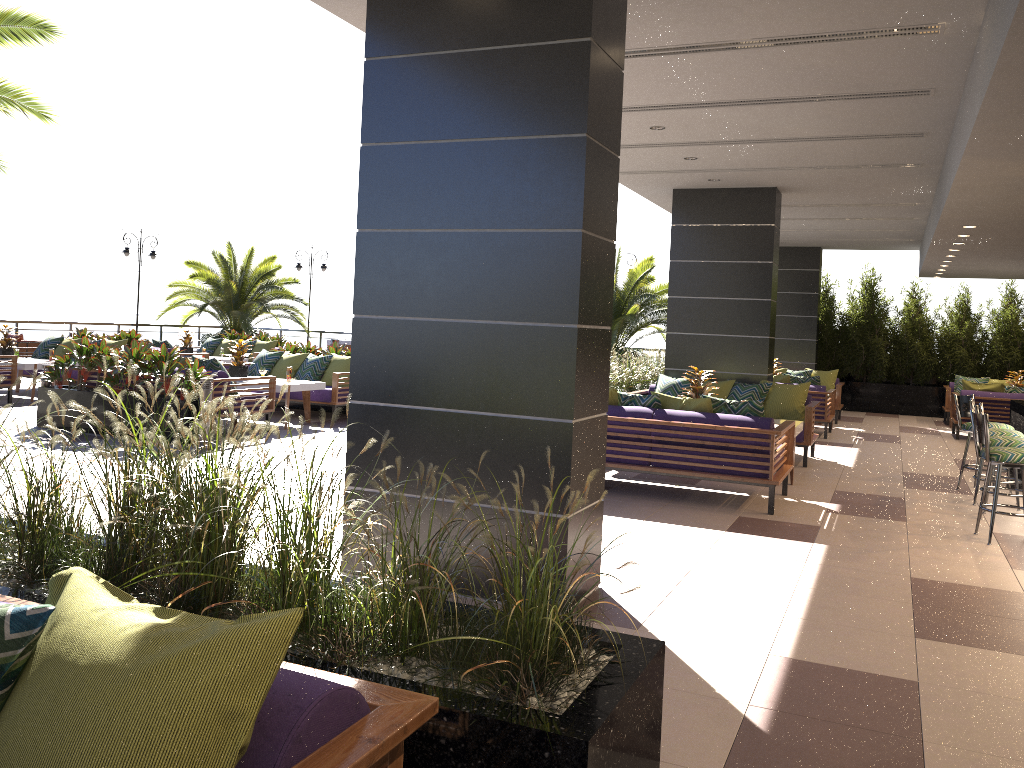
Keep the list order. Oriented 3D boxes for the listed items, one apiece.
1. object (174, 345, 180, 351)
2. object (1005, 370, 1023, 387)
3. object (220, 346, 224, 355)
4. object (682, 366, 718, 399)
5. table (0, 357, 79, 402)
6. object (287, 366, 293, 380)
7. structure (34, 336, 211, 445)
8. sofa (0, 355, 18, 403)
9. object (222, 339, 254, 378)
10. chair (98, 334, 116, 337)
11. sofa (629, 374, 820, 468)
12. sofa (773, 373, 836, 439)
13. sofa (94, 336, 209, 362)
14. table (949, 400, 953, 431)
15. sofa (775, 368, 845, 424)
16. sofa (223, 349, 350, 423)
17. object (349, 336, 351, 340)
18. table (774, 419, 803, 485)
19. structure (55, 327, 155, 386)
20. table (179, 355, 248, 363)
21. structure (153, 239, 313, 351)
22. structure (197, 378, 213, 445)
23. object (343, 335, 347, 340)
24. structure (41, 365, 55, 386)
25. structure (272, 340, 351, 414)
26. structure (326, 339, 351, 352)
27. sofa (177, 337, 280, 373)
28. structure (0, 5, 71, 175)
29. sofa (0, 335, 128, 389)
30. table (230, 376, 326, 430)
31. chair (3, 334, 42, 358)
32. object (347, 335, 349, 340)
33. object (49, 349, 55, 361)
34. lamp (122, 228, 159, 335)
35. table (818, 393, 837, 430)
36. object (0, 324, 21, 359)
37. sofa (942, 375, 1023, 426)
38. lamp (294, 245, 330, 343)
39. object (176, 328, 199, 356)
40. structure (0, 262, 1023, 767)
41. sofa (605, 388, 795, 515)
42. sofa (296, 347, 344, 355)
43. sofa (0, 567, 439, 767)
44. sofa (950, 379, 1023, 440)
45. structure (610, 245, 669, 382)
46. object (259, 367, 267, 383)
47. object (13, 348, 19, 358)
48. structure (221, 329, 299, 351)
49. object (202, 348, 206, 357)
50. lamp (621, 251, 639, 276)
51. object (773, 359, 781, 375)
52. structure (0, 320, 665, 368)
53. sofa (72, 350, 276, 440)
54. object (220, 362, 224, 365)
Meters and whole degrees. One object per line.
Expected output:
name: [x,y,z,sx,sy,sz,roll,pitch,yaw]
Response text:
object: [-6.610,-0.686,17.449,0.105,0.197,0.106,2,1,-34]
object: [8.407,0.028,14.700,0.431,0.526,0.424,4,2,40]
object: [-5.575,-0.618,17.029,0.069,0.211,0.069,3,1,11]
object: [1.943,0.078,9.237,0.431,0.526,0.424,4,2,35]
table: [-7.688,-0.102,13.427,2.039,0.553,0.941,4,3,23]
object: [-2.932,-0.138,11.657,0.067,0.189,0.085,2,1,-37]
structure: [-4.345,0.071,9.894,2.254,1.172,0.737,4,2,25]
sofa: [-8.131,-0.237,12.368,2.128,0.919,1.119,4,3,23]
object: [-3.575,-0.334,11.633,0.431,0.526,0.424,4,2,40]
chair: [-9.124,-0.696,19.549,0.715,0.816,0.714,3,2,23]
sofa: [2.527,0.374,10.618,2.128,0.919,1.119,4,3,23]
sofa: [3.806,0.243,13.588,2.128,0.919,1.119,4,3,23]
sofa: [-6.642,-0.394,15.885,2.128,0.919,1.119,4,3,23]
table: [8.430,0.570,14.692,2.039,0.553,0.941,4,3,23]
sofa: [4.822,0.138,15.946,2.128,0.919,1.119,4,3,23]
sofa: [-3.103,-0.024,12.716,2.128,0.919,1.119,4,3,23]
object: [-3.880,-1.059,21.298,0.105,0.209,0.105,3,1,-2]
table: [1.921,0.616,9.247,2.039,0.553,0.941,4,3,23]
structure: [-6.995,-0.395,15.206,2.250,1.172,0.714,4,1,20]
table: [-6.183,-0.257,16.920,2.039,0.553,0.941,4,3,23]
structure: [-6.921,-2.013,22.343,3.798,3.302,3.759,2,2,-9]
structure: [-3.269,0.287,9.436,0.100,0.700,0.180,3,0,23]
object: [-4.015,-1.064,21.288,0.105,0.209,0.105,3,1,-2]
structure: [-5.445,0.125,10.375,0.100,0.700,0.180,3,0,23]
structure: [-2.820,-0.084,13.425,2.422,1.173,0.700,4,2,25]
structure: [-2.208,-0.685,20.413,4.406,1.328,0.804,4,2,23]
sofa: [-5.715,-0.487,18.003,2.128,0.919,1.119,4,3,23]
structure: [-7.165,-2.639,8.820,4.716,6.501,4.738,4,2,41]
sofa: [-7.211,-0.331,14.489,2.128,0.919,1.119,4,3,23]
table: [-3.590,0.204,11.658,2.039,0.553,0.941,4,3,23]
chair: [-9.880,-0.618,17.792,0.715,0.816,0.714,3,2,23]
object: [-3.976,-1.069,21.396,0.105,0.209,0.105,3,1,-2]
object: [-7.017,-0.447,13.491,0.067,0.189,0.085,2,1,-37]
lamp: [-8.897,-2.040,21.071,0.264,3.327,1.121,3,1,23]
table: [4.310,0.371,14.793,2.039,0.553,0.941,4,3,23]
object: [-7.663,-0.639,13.392,0.429,0.526,0.426,2,2,-35]
sofa: [8.940,0.334,15.898,2.128,0.919,1.119,4,3,23]
lamp: [-5.380,-2.032,23.502,1.123,3.327,0.263,3,0,23]
object: [-6.218,-0.796,16.892,0.424,0.526,0.431,1,2,-40]
structure: [3.060,-0.500,7.405,7.826,3.120,24.729,4,4,23]
sofa: [1.360,0.494,7.911,2.128,0.919,1.119,4,3,23]
sofa: [-2.533,-0.087,14.111,2.128,0.919,1.119,4,3,23]
sofa: [-1.348,0.772,1.624,2.128,0.919,1.119,4,3,23]
sofa: [7.924,0.438,13.540,2.128,0.919,1.119,4,3,23]
structure: [2.078,-1.346,18.522,3.797,3.302,3.760,2,2,-24]
object: [-3.140,-0.119,11.155,0.105,0.197,0.106,2,1,-34]
object: [-7.196,-0.417,12.843,0.082,0.198,0.069,2,1,-25]
structure: [-5.445,-0.550,18.745,2.254,1.172,0.737,4,2,25]
object: [-5.717,-0.575,16.417,0.067,0.189,0.085,2,1,-37]
lamp: [2.272,-1.462,20.198,1.123,3.327,0.263,3,0,23]
object: [4.334,-0.168,14.794,0.431,0.526,0.424,4,2,40]
structure: [-5.102,-0.279,14.098,12.933,1.058,17.503,4,4,23]
sofa: [-4.029,0.069,10.597,2.128,0.919,1.119,4,3,23]
object: [-3.995,-0.215,12.149,0.068,0.181,0.069,2,1,-34]
